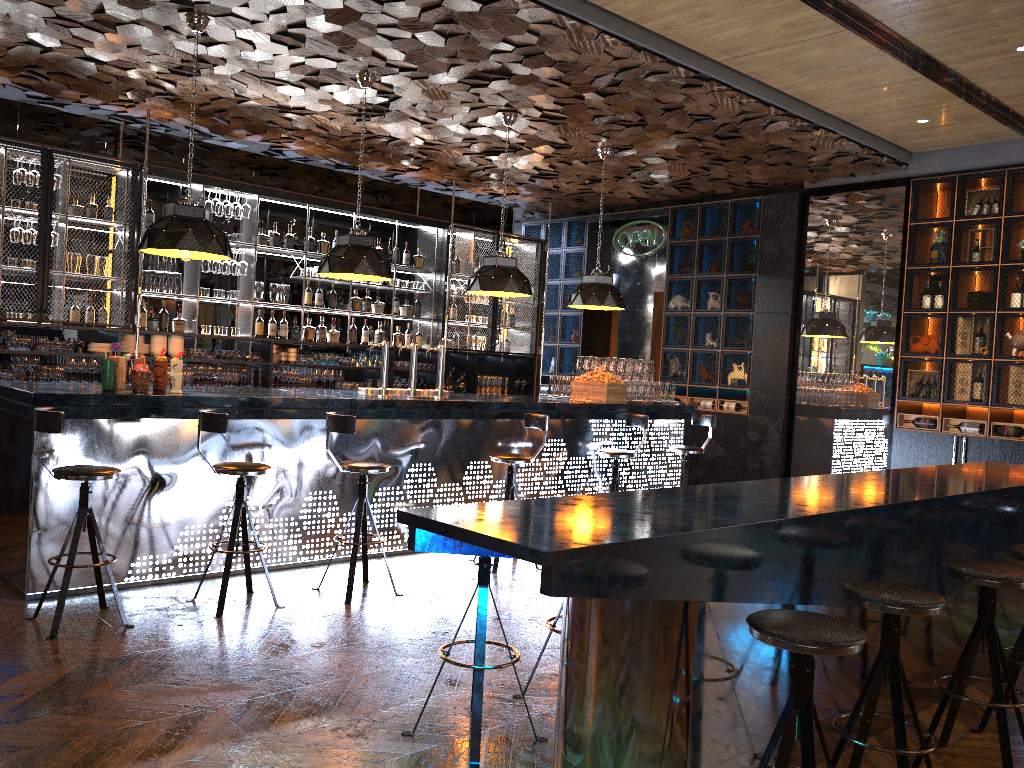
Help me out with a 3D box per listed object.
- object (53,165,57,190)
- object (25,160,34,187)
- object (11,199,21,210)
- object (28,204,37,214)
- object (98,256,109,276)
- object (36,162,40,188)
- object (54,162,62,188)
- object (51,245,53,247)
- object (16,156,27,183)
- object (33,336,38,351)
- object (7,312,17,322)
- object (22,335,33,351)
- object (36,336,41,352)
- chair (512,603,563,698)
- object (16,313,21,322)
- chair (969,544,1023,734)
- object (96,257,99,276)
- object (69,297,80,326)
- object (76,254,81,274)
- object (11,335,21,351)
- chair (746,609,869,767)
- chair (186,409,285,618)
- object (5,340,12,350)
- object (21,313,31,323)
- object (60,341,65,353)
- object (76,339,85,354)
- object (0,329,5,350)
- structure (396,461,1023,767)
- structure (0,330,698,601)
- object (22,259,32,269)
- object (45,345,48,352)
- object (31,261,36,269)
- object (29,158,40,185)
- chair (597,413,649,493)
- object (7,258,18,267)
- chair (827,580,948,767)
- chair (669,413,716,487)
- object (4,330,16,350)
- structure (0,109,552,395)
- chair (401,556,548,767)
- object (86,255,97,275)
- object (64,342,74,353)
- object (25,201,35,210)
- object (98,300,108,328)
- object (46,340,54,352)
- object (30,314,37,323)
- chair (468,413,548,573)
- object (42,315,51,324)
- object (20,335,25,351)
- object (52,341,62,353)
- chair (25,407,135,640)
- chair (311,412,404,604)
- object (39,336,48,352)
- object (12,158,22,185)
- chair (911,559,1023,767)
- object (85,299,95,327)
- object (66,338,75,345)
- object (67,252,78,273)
[{"bbox_3d":[-4.054,-1.822,7.817,0.081,0.213,0.081,2,2,-37],"label":"object"},{"bbox_3d":[-4.185,-1.827,7.698,0.081,0.213,0.081,2,2,-37],"label":"object"},{"bbox_3d":[-4.242,-1.530,7.580,0.077,0.080,0.077,4,2,38],"label":"object"},{"bbox_3d":[-4.190,-1.531,7.745,0.077,0.080,0.077,4,1,13],"label":"object"},{"bbox_3d":[-3.704,-1.063,8.035,0.092,0.182,0.092,5,2,43],"label":"object"},{"bbox_3d":[-4.121,-1.824,7.756,0.081,0.213,0.081,2,2,-37],"label":"object"},{"bbox_3d":[-3.957,-1.814,7.710,0.081,0.213,0.081,2,2,-37],"label":"object"},{"bbox_3d":[-4.083,-1.323,7.829,0.081,0.213,0.081,2,2,-37],"label":"object"},{"bbox_3d":[-4.159,-1.821,7.526,0.081,0.213,0.081,2,2,-37],"label":"object"},{"bbox_3d":[-4.122,-0.350,7.712,0.074,0.131,0.074,3,2,-29],"label":"object"},{"bbox_3d":[-4.265,-0.568,7.563,0.077,0.080,0.077,3,1,-3],"label":"object"},{"bbox_3d":[-4.101,-0.345,7.512,0.081,0.132,0.081,4,1,20],"label":"object"},{"bbox_3d":[-4.064,-0.345,7.648,0.074,0.131,0.074,3,2,-29],"label":"object"},{"bbox_3d":[0.314,1.000,3.944,0.419,0.813,0.419,5,2,43],"label":"chair"},{"bbox_3d":[-4.314,-0.574,7.718,0.077,0.080,0.077,3,1,-3],"label":"object"},{"bbox_3d":[2.298,1.120,3.849,0.419,0.813,0.419,5,2,43],"label":"chair"},{"bbox_3d":[-3.760,-1.068,8.112,0.092,0.182,0.092,5,2,43],"label":"object"},{"bbox_3d":[-3.920,-0.647,7.949,0.075,0.261,0.075,4,1,7],"label":"object"},{"bbox_3d":[-3.922,-1.074,7.969,0.092,0.182,0.092,5,2,43],"label":"object"},{"bbox_3d":[-4.197,-0.350,7.494,0.081,0.132,0.081,4,1,20],"label":"object"},{"bbox_3d":[0.797,1.064,2.480,0.419,0.813,0.419,5,2,43],"label":"chair"},{"bbox_3d":[-1.582,0.713,5.075,0.476,1.108,0.419,2,2,-42],"label":"chair"},{"bbox_3d":[-4.296,-0.359,7.602,0.081,0.132,0.081,4,1,20],"label":"object"},{"bbox_3d":[-4.180,-0.564,7.624,0.077,0.080,0.077,4,2,33],"label":"object"},{"bbox_3d":[-3.936,-0.324,7.762,0.078,0.099,0.078,4,1,15],"label":"object"},{"bbox_3d":[-3.827,-0.336,7.862,0.074,0.131,0.074,3,2,-29],"label":"object"},{"bbox_3d":[-4.295,-0.373,7.419,0.087,0.170,0.087,4,1,8],"label":"object"},{"bbox_3d":[1.662,0.979,4.203,4.941,0.998,0.673,2,2,-42],"label":"structure"},{"bbox_3d":[-0.792,0.417,7.260,6.009,1.685,1.214,2,2,-42],"label":"structure"},{"bbox_3d":[-4.178,-1.030,7.632,0.077,0.080,0.077,4,2,26],"label":"object"},{"bbox_3d":[-4.066,-0.333,7.768,0.078,0.103,0.078,3,1,1],"label":"object"},{"bbox_3d":[-4.198,-1.034,7.745,0.077,0.080,0.077,4,1,12],"label":"object"},{"bbox_3d":[-4.088,-1.818,7.591,0.081,0.213,0.081,2,2,-37],"label":"object"},{"bbox_3d":[0.877,0.803,7.352,0.476,1.108,0.419,3,2,-27],"label":"chair"},{"bbox_3d":[-4.278,-1.035,7.593,0.077,0.080,0.077,3,2,-30],"label":"object"},{"bbox_3d":[1.238,1.079,2.938,0.419,0.813,0.419,5,2,43],"label":"chair"},{"bbox_3d":[1.609,0.828,8.106,0.476,1.108,0.419,3,2,-32],"label":"chair"},{"bbox_3d":[-4.188,-0.366,7.393,0.087,0.170,0.087,4,1,8],"label":"object"},{"bbox_3d":[-2.176,-0.649,9.271,6.750,3.553,1.143,2,2,-42],"label":"structure"},{"bbox_3d":[-0.123,0.985,3.488,0.419,0.813,0.419,5,2,43],"label":"chair"},{"bbox_3d":[-3.789,-1.067,7.987,0.092,0.182,0.092,5,2,43],"label":"object"},{"bbox_3d":[-3.851,-0.317,7.717,0.078,0.099,0.078,4,1,15],"label":"object"},{"bbox_3d":[-4.151,-1.526,7.636,0.077,0.080,0.077,3,1,-7],"label":"object"},{"bbox_3d":[-3.742,-0.641,8.112,0.075,0.260,0.075,4,1,7],"label":"object"},{"bbox_3d":[-4.003,-0.328,7.702,0.078,0.103,0.078,3,1,1],"label":"object"},{"bbox_3d":[-4.181,-0.567,7.739,0.077,0.080,0.077,4,1,13],"label":"object"},{"bbox_3d":[0.010,0.772,6.498,0.476,1.108,0.419,3,2,-27],"label":"chair"},{"bbox_3d":[-4.075,-0.561,7.761,0.077,0.080,0.077,4,2,36],"label":"object"},{"bbox_3d":[-4.184,-0.352,7.598,0.081,0.132,0.081,4,1,20],"label":"object"},{"bbox_3d":[-3.929,-0.322,7.655,0.078,0.103,0.078,3,1,1],"label":"object"},{"bbox_3d":[-2.232,0.686,4.572,0.476,1.108,0.419,2,2,-42],"label":"chair"},{"bbox_3d":[-0.951,0.740,5.488,0.476,1.108,0.419,2,2,-42],"label":"chair"},{"bbox_3d":[-4.007,-0.340,7.582,0.074,0.131,0.074,3,2,-29],"label":"object"},{"bbox_3d":[-4.256,-1.829,7.633,0.081,0.213,0.081,2,2,-37],"label":"object"},{"bbox_3d":[1.806,1.101,3.404,0.419,0.813,0.419,5,2,43],"label":"chair"},{"bbox_3d":[-3.833,-0.645,8.058,0.075,0.260,0.075,4,1,7],"label":"object"},{"bbox_3d":[-3.968,-0.347,7.973,0.074,0.131,0.074,3,2,-29],"label":"object"},{"bbox_3d":[-3.896,-1.070,7.858,0.092,0.182,0.092,5,2,43],"label":"object"}]
